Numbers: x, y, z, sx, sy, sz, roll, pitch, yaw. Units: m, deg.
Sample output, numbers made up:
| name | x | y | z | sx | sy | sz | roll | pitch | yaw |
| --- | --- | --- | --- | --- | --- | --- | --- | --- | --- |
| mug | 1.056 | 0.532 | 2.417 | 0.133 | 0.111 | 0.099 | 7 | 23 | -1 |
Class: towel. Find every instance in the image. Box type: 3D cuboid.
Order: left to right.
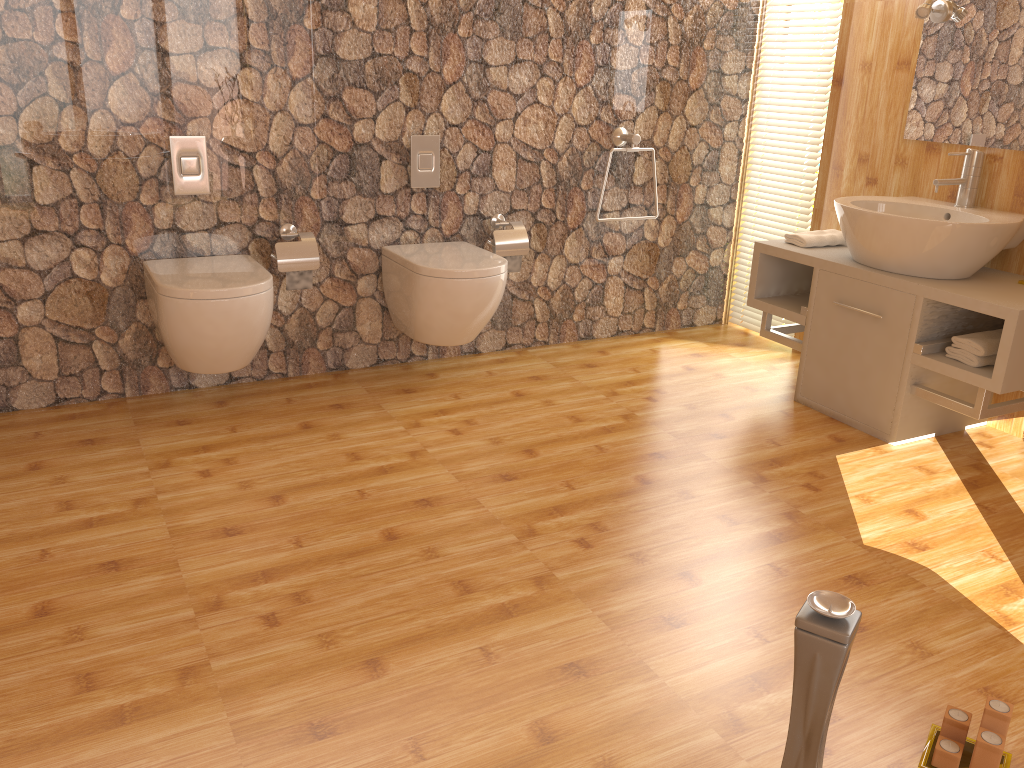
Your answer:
| name | x | y | z | sx | sy | sz | roll | pitch | yaw |
| --- | --- | --- | --- | --- | --- | --- | --- | --- | --- |
| towel | 1.221 | -0.583 | 3.542 | 0.225 | 0.048 | 0.140 | -6 | 21 | -22 |
| towel | 1.563 | -0.104 | 2.921 | 0.225 | 0.048 | 0.140 | -6 | 21 | -22 |
| towel | 1.576 | -0.138 | 2.906 | 0.225 | 0.048 | 0.140 | -6 | 21 | -22 |

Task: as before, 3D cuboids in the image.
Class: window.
| name | x | y | z | sx | sy | sz | roll | pitch | yaw |
| --- | --- | --- | --- | --- | --- | --- | --- | --- | --- |
| window | 2.199 | -0.728 | 2.552 | 0.010 | 2.164 | 3.964 | -8 | 22 | -27 |

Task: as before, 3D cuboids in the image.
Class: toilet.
| name | x | y | z | sx | sy | sz | roll | pitch | yaw |
| --- | --- | --- | --- | --- | --- | --- | --- | --- | --- |
| toilet | -1.023 | -0.219 | 3.043 | 0.371 | 0.337 | 0.507 | -8 | 22 | -27 |
| toilet | -0.243 | -0.332 | 3.438 | 0.371 | 0.337 | 0.507 | -8 | 22 | -27 |

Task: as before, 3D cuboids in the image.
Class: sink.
| name | x | y | z | sx | sy | sz | roll | pitch | yaw |
| --- | --- | --- | --- | --- | --- | --- | --- | --- | --- |
| sink | 1.452 | -0.618 | 3.129 | 0.533 | 0.409 | 0.634 | -8 | 22 | -27 |

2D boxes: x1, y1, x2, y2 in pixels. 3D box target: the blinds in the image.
| name | x | y | z | sx | sy | sz | roll | pitch | yaw |
| --- | --- | --- | --- | --- | --- | --- | --- | --- | --- |
| blinds | 1.250 | -1.277 | 3.955 | 0.042 | 2.178 | 0.420 | -8 | 22 | -27 |

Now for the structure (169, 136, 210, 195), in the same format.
| name | x | y | z | sx | sy | sz | roll | pitch | yaw |
| --- | --- | --- | --- | --- | --- | --- | --- | --- | --- |
| structure | -1.120 | -0.760 | 3.084 | 0.120 | 0.200 | 0.010 | -8 | 22 | -27 |

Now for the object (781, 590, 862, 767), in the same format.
| name | x | y | z | sx | sy | sz | roll | pitch | yaw |
| --- | --- | --- | --- | --- | --- | --- | --- | --- | --- |
| object | 1.568 | -0.047 | 0.998 | 2.276 | 1.921 | 0.347 | 7 | 20 | 13 |

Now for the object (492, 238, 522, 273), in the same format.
| name | x | y | z | sx | sy | sz | roll | pitch | yaw |
| --- | --- | --- | --- | --- | --- | --- | --- | --- | --- |
| object | -0.020 | -0.541 | 3.672 | 0.098 | 0.151 | 0.090 | -8 | 22 | -27 |

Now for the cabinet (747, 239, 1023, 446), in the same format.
| name | x | y | z | sx | sy | sz | roll | pitch | yaw |
| --- | --- | --- | --- | --- | --- | --- | --- | --- | --- |
| cabinet | 1.440 | -0.158 | 3.299 | 0.517 | 0.570 | 1.136 | -8 | 22 | -27 |

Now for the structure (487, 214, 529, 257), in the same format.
| name | x | y | z | sx | sy | sz | roll | pitch | yaw |
| --- | --- | --- | --- | --- | --- | --- | --- | --- | --- |
| structure | -0.034 | -0.616 | 3.664 | 0.170 | 0.151 | 0.154 | -8 | 22 | -27 |

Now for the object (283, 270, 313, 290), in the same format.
| name | x | y | z | sx | sy | sz | roll | pitch | yaw |
| --- | --- | --- | --- | --- | --- | --- | --- | --- | --- |
| object | -0.797 | -0.429 | 3.278 | 0.098 | 0.151 | 0.090 | -8 | 22 | -27 |

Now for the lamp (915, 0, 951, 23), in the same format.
| name | x | y | z | sx | sy | sz | roll | pitch | yaw |
| --- | --- | --- | --- | --- | --- | --- | --- | --- | --- |
| lamp | 1.521 | -1.359 | 3.227 | 0.124 | 0.080 | 0.080 | -8 | 22 | -27 |

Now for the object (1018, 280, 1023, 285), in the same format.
| name | x | y | z | sx | sy | sz | roll | pitch | yaw |
| --- | --- | --- | --- | --- | --- | --- | --- | --- | --- |
| object | 1.768 | -0.334 | 2.963 | 0.100 | 0.010 | 0.100 | -8 | 22 | -27 |

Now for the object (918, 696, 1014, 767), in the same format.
| name | x | y | z | sx | sy | sz | roll | pitch | yaw |
| --- | --- | --- | --- | --- | --- | --- | --- | --- | --- |
| object | 0.853 | 0.647 | 1.642 | 0.141 | 0.131 | 0.141 | 15 | 23 | 31 |

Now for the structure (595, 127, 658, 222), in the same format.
| name | x | y | z | sx | sy | sz | roll | pitch | yaw |
| --- | --- | --- | --- | --- | --- | --- | --- | --- | --- |
| structure | 0.493 | -0.913 | 3.860 | 0.332 | 0.387 | 0.133 | -8 | 22 | -27 |

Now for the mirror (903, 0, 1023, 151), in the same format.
| name | x | y | z | sx | sy | sz | roll | pitch | yaw |
| --- | --- | --- | --- | --- | --- | --- | --- | --- | --- |
| mirror | 1.702 | -1.095 | 3.088 | 0.005 | 0.523 | 0.698 | -8 | 22 | -27 |

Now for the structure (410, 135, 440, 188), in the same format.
| name | x | y | z | sx | sy | sz | roll | pitch | yaw |
| --- | --- | --- | --- | --- | --- | --- | --- | --- | --- |
| structure | -0.341 | -0.872 | 3.479 | 0.120 | 0.200 | 0.010 | -8 | 22 | -27 |

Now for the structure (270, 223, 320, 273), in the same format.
| name | x | y | z | sx | sy | sz | roll | pitch | yaw |
| --- | --- | --- | --- | --- | --- | --- | --- | --- | --- |
| structure | -0.811 | -0.504 | 3.270 | 0.170 | 0.151 | 0.154 | -8 | 22 | -27 |
